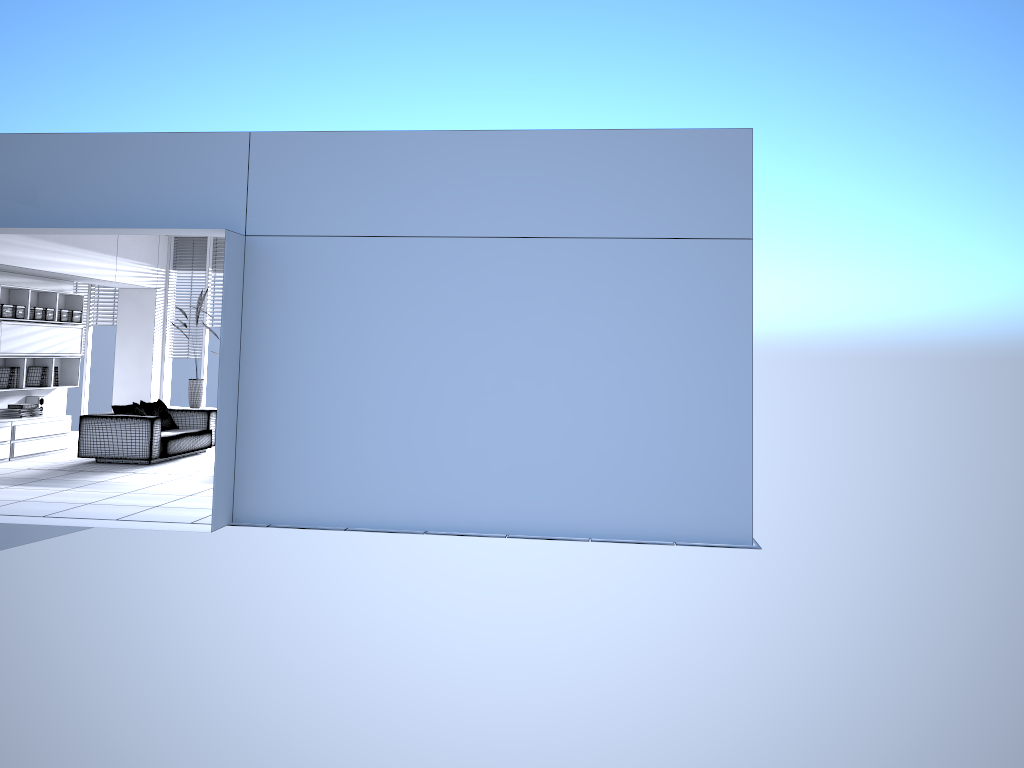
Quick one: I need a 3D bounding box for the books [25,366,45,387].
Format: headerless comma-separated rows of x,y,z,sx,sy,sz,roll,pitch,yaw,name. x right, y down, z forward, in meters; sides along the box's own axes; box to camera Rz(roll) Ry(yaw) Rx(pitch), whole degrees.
-6.052,-0.092,11.182,0.207,0.262,0.074,1,-4,6,books

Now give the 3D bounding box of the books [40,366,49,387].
-6.044,-0.095,11.280,0.207,0.260,0.050,1,-4,7,books

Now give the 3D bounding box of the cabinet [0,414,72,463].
-6.016,0.650,10.147,0.574,0.451,2.262,1,2,6,cabinet

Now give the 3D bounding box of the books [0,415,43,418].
-5.997,0.391,10.792,0.285,0.008,0.414,1,2,7,books

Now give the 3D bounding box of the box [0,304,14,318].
-6.104,-0.865,10.448,0.281,0.163,0.211,1,-1,6,box

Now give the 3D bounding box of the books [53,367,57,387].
-6.029,-0.099,11.481,0.207,0.262,0.074,1,-4,7,books

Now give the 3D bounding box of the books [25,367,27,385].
-6.098,-0.081,10.868,0.207,0.260,0.050,1,-4,7,books

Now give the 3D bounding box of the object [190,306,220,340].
-4.154,-0.554,12.837,1.550,1.878,0.687,1,-4,1,object

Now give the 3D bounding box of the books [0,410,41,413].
-6.009,0.332,10.746,0.285,0.008,0.414,1,2,7,books

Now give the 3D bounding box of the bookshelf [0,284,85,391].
-6.104,-0.549,10.535,0.327,1.257,2.808,1,1,6,bookshelf

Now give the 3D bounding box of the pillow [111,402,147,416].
-4.496,0.427,10.486,0.340,0.391,0.565,1,0,4,pillow

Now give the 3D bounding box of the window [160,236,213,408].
-2.584,-0.676,13.190,5.503,3.149,0.099,1,-4,6,window

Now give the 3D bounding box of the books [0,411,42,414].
-6.000,0.342,10.762,0.285,0.008,0.414,1,2,7,books

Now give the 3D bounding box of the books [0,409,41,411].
-5.997,0.313,10.764,0.285,0.008,0.414,1,2,7,books

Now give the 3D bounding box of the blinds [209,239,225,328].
-4.320,-1.544,13.533,0.637,1.375,0.050,1,-5,6,blinds

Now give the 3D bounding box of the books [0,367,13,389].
-6.117,-0.075,10.582,0.207,0.262,0.074,1,-4,6,books

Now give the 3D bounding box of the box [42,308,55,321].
-6.017,-0.888,11.241,0.281,0.163,0.178,1,-1,6,box

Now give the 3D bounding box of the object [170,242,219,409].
-4.629,-1.140,13.263,1.426,3.008,0.491,-1,-5,35,object

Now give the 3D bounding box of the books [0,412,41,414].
-6.001,0.351,10.755,0.285,0.008,0.414,1,2,7,books

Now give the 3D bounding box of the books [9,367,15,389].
-6.114,-0.076,10.614,0.207,0.262,0.074,1,-4,6,books

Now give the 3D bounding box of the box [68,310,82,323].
-5.955,-0.905,11.808,0.281,0.163,0.216,1,0,6,box

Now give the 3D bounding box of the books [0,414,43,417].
-6.006,0.381,10.776,0.285,0.008,0.414,1,2,7,books

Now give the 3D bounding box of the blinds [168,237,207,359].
-4.964,-1.332,13.585,0.637,1.896,0.057,1,-5,6,blinds

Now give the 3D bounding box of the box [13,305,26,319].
-6.079,-0.872,10.674,0.281,0.163,0.174,1,-1,6,box

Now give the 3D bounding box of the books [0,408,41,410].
-6.005,0.303,10.748,0.285,0.008,0.414,1,2,7,books

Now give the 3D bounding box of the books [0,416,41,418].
-5.998,0.400,10.784,0.285,0.008,0.414,1,2,7,books

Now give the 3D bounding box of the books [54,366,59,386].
-6.025,-0.100,11.512,0.207,0.262,0.074,1,-4,6,books

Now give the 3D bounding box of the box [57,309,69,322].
-5.984,-0.897,11.541,0.281,0.163,0.178,1,-1,6,box

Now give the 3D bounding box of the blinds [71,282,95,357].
-6.853,-1.382,13.827,0.637,1.916,0.038,1,-5,6,blinds

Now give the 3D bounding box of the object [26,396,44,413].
-6.090,0.271,11.254,0.177,0.233,0.118,1,-3,6,object

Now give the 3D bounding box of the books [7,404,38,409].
-5.970,0.273,10.756,0.207,0.050,0.257,2,2,11,books

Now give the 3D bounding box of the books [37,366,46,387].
-6.049,-0.093,11.214,0.207,0.262,0.074,1,-4,6,books

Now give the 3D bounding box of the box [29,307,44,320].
-6.041,-0.882,11.020,0.281,0.163,0.178,1,-1,6,box

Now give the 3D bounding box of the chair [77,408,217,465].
-4.354,0.610,10.739,0.960,0.555,1.643,1,1,6,chair

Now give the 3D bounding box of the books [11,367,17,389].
-6.110,-0.078,10.680,0.207,0.260,0.050,1,-4,7,books

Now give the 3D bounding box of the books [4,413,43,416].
-5.995,0.371,10.786,0.285,0.008,0.414,1,2,7,books

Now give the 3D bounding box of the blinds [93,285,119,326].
-6.209,-1.594,13.774,0.637,1.386,0.038,1,-5,6,blinds

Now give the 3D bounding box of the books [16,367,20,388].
-6.104,-0.079,10.732,0.207,0.260,0.050,1,-4,7,books

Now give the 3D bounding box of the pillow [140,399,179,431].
-4.432,0.388,11.063,0.300,0.400,0.564,1,0,4,pillow

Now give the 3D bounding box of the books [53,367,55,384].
-6.038,-0.097,11.417,0.207,0.260,0.050,1,-4,7,books

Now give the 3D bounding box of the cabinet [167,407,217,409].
-4.482,0.595,12.941,1.675,0.453,0.594,1,-1,6,cabinet

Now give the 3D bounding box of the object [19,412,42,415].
-6.003,0.352,10.778,0.285,0.008,0.414,1,2,7,object

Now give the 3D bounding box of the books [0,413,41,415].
-5.994,0.362,10.794,0.285,0.008,0.414,1,2,7,books

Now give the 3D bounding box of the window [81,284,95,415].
-6.876,-0.784,13.695,0.688,3.149,0.099,1,-5,6,window

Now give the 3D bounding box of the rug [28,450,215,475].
-4.205,0.901,10.493,1.798,0.001,2.225,1,2,6,rug
